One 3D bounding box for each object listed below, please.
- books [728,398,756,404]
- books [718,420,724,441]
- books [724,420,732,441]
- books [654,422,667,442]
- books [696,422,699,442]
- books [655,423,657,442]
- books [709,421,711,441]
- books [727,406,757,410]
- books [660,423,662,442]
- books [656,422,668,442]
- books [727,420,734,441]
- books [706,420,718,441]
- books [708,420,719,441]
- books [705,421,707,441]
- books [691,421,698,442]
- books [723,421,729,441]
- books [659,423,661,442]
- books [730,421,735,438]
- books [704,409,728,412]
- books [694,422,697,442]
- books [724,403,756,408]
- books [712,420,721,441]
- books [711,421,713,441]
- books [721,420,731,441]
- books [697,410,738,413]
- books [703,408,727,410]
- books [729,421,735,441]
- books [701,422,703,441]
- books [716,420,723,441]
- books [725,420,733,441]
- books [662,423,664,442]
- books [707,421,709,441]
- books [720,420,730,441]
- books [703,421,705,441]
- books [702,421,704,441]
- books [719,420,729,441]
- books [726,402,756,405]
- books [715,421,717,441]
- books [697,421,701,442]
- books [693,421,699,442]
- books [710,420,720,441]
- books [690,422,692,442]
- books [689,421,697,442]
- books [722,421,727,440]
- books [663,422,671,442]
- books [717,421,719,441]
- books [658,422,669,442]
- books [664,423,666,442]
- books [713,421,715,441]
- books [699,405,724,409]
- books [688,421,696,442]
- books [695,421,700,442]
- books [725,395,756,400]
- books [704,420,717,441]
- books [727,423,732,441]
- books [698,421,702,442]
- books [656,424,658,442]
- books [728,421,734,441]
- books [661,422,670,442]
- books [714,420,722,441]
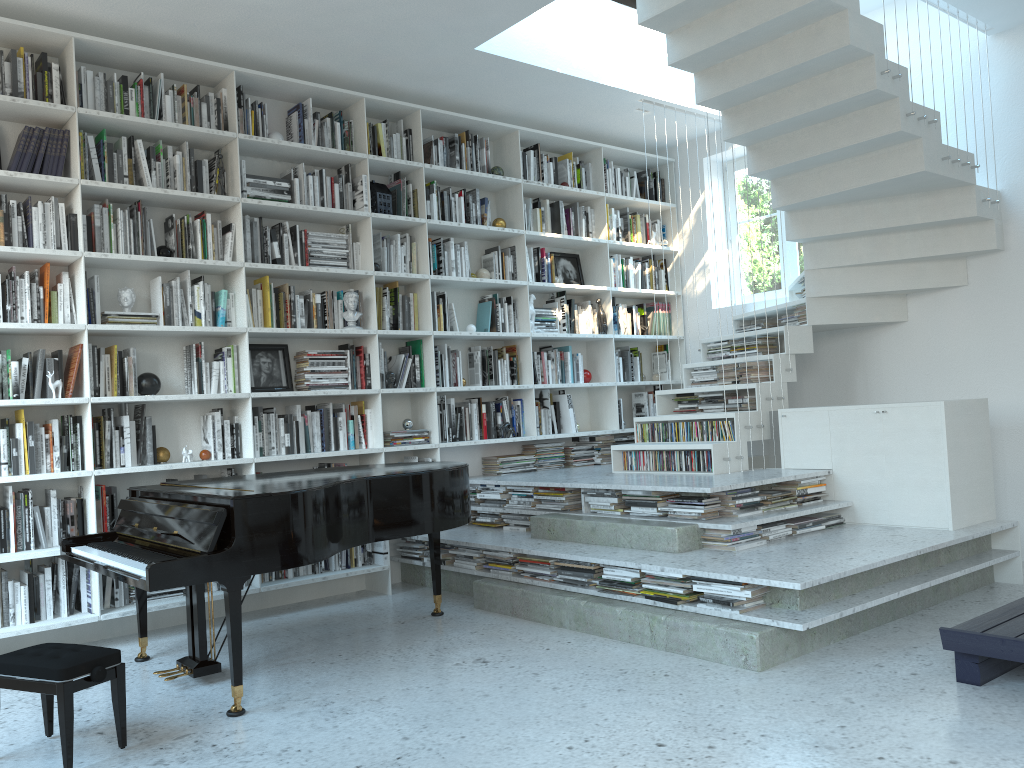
[{"bbox_3d":[1.522,0.106,5.734,0.141,0.028,0.222,-3,-2,-20],"label":"books"},{"bbox_3d":[1.319,0.288,5.485,0.125,0.125,0.008,-2,-2,-39],"label":"books"},{"bbox_3d":[1.356,0.285,5.438,0.125,0.123,0.034,-2,-2,-39],"label":"books"},{"bbox_3d":[0.989,0.321,5.889,0.125,0.125,0.010,-2,-2,-39],"label":"books"},{"bbox_3d":[1.214,0.298,5.614,0.125,0.125,0.007,-2,-2,-39],"label":"books"},{"bbox_3d":[0.995,0.320,5.883,0.125,0.125,0.007,-2,-2,-39],"label":"books"},{"bbox_3d":[1.276,0.292,5.537,0.125,0.125,0.008,-2,-2,-39],"label":"books"},{"bbox_3d":[1.522,0.154,5.732,0.136,0.017,0.288,-3,-2,-16],"label":"books"},{"bbox_3d":[1.024,0.317,5.846,0.125,0.125,0.008,-2,-2,-39],"label":"books"},{"bbox_3d":[1.005,0.319,5.870,0.125,0.125,0.009,-2,-2,-39],"label":"books"},{"bbox_3d":[1.371,0.284,5.421,0.125,0.123,0.035,-2,-2,-39],"label":"books"},{"bbox_3d":[1.261,0.293,5.555,0.125,0.125,0.009,-2,-2,-39],"label":"books"},{"bbox_3d":[1.271,0.292,5.543,0.125,0.125,0.007,-2,-2,-39],"label":"books"},{"bbox_3d":[1.256,0.294,5.562,0.125,0.125,0.010,-2,-2,-39],"label":"books"},{"bbox_3d":[1.187,0.301,5.646,0.125,0.125,0.009,-2,-2,-39],"label":"books"},{"bbox_3d":[1.352,0.286,5.444,0.125,0.123,0.034,-2,-2,-39],"label":"books"},{"bbox_3d":[1.019,0.318,5.852,0.125,0.125,0.008,-2,-2,-39],"label":"books"},{"bbox_3d":[1.386,0.282,5.402,0.125,0.123,0.034,-2,-2,-39],"label":"books"},{"bbox_3d":[1.413,0.175,6.004,0.137,0.013,0.199,-2,-2,-33],"label":"books"},{"bbox_3d":[1.203,0.299,5.626,0.125,0.125,0.013,-2,-2,-39],"label":"books"},{"bbox_3d":[1.502,0.137,5.725,0.171,0.019,0.240,-3,-2,-14],"label":"books"},{"bbox_3d":[1.289,0.291,5.520,0.125,0.125,0.010,-2,-2,-39],"label":"books"},{"bbox_3d":[1.285,0.291,5.526,0.125,0.125,0.008,-2,-2,-39],"label":"books"},{"bbox_3d":[1.341,0.287,5.457,0.125,0.123,0.035,-2,-2,-39],"label":"books"},{"bbox_3d":[1.395,0.184,5.989,0.191,0.004,0.223,-1,-3,-43],"label":"books"},{"bbox_3d":[1.412,0.165,6.004,0.147,0.008,0.188,-2,-3,-35],"label":"books"},{"bbox_3d":[1.381,0.283,5.408,0.125,0.123,0.036,-2,-2,-39],"label":"books"},{"bbox_3d":[1.235,0.296,5.587,0.125,0.125,0.009,-2,-2,-39],"label":"books"},{"bbox_3d":[1.309,0.288,5.496,0.125,0.125,0.008,-2,-2,-39],"label":"books"},{"bbox_3d":[1.361,0.285,5.432,0.125,0.123,0.035,-2,-2,-39],"label":"books"},{"bbox_3d":[1.035,0.316,5.834,0.125,0.125,0.008,-2,-2,-39],"label":"books"},{"bbox_3d":[1.267,0.293,5.549,0.125,0.125,0.007,-2,-2,-39],"label":"books"},{"bbox_3d":[1.336,0.287,5.463,0.125,0.123,0.034,-2,-2,-39],"label":"books"},{"bbox_3d":[1.245,0.295,5.575,0.125,0.125,0.008,-2,-2,-39],"label":"books"},{"bbox_3d":[1.240,0.295,5.581,0.125,0.125,0.007,-2,-2,-39],"label":"books"},{"bbox_3d":[1.325,0.287,5.477,0.125,0.125,0.011,-2,-2,-39],"label":"books"},{"bbox_3d":[1.516,0.124,5.731,0.161,0.007,0.254,-3,-2,-19],"label":"books"},{"bbox_3d":[1.304,0.289,5.502,0.125,0.125,0.008,-2,-2,-39],"label":"books"},{"bbox_3d":[1.220,0.298,5.606,0.125,0.125,0.012,-2,-2,-39],"label":"books"},{"bbox_3d":[1.194,0.300,5.638,0.125,0.125,0.016,-2,-2,-39],"label":"books"},{"bbox_3d":[1.280,0.291,5.531,0.125,0.125,0.008,-2,-2,-39],"label":"books"},{"bbox_3d":[1.181,0.302,5.654,0.125,0.125,0.011,-2,-2,-39],"label":"books"},{"bbox_3d":[1.174,0.302,5.662,0.125,0.125,0.009,-2,-2,-39],"label":"books"},{"bbox_3d":[1.346,0.287,5.451,0.125,0.123,0.036,-2,-2,-39],"label":"books"},{"bbox_3d":[1.039,0.316,5.828,0.125,0.125,0.007,-2,-2,-39],"label":"books"},{"bbox_3d":[1.314,0.288,5.491,0.125,0.125,0.007,-2,-2,-39],"label":"books"},{"bbox_3d":[1.015,0.318,5.858,0.125,0.125,0.008,-2,-2,-39],"label":"books"},{"bbox_3d":[1.044,0.315,5.822,0.125,0.125,0.007,-2,-2,-39],"label":"books"},{"bbox_3d":[1.294,0.290,5.515,0.125,0.125,0.010,-2,-2,-39],"label":"books"},{"bbox_3d":[1.399,0.153,5.994,0.175,0.016,0.207,-1,-3,-44],"label":"books"},{"bbox_3d":[1.168,0.303,5.669,0.125,0.125,0.013,-2,-2,-39],"label":"books"},{"bbox_3d":[1.209,0.299,5.620,0.125,0.125,0.009,-2,-2,-39],"label":"books"},{"bbox_3d":[1.510,0.085,5.730,0.168,0.014,0.212,-3,-2,-19],"label":"books"},{"bbox_3d":[1.250,0.295,5.569,0.125,0.125,0.008,-2,-2,-39],"label":"books"},{"bbox_3d":[1.366,0.284,5.426,0.125,0.123,0.036,-2,-2,-39],"label":"books"},{"bbox_3d":[1.226,0.297,5.598,0.125,0.125,0.018,-2,-2,-39],"label":"books"},{"bbox_3d":[1.000,0.320,5.876,0.125,0.125,0.009,-2,-2,-39],"label":"books"},{"bbox_3d":[1.376,0.283,5.415,0.125,0.123,0.034,-2,-2,-39],"label":"books"},{"bbox_3d":[1.029,0.317,5.840,0.125,0.125,0.008,-2,-2,-39],"label":"books"},{"bbox_3d":[1.300,0.289,5.508,0.125,0.125,0.008,-2,-2,-39],"label":"books"}]
